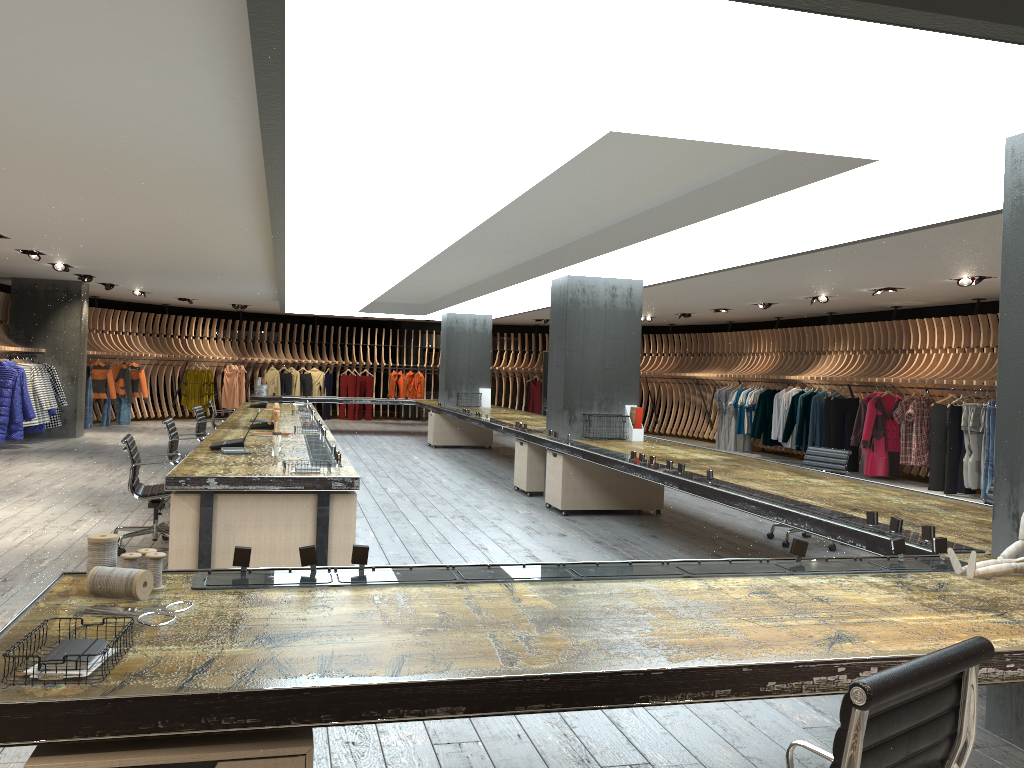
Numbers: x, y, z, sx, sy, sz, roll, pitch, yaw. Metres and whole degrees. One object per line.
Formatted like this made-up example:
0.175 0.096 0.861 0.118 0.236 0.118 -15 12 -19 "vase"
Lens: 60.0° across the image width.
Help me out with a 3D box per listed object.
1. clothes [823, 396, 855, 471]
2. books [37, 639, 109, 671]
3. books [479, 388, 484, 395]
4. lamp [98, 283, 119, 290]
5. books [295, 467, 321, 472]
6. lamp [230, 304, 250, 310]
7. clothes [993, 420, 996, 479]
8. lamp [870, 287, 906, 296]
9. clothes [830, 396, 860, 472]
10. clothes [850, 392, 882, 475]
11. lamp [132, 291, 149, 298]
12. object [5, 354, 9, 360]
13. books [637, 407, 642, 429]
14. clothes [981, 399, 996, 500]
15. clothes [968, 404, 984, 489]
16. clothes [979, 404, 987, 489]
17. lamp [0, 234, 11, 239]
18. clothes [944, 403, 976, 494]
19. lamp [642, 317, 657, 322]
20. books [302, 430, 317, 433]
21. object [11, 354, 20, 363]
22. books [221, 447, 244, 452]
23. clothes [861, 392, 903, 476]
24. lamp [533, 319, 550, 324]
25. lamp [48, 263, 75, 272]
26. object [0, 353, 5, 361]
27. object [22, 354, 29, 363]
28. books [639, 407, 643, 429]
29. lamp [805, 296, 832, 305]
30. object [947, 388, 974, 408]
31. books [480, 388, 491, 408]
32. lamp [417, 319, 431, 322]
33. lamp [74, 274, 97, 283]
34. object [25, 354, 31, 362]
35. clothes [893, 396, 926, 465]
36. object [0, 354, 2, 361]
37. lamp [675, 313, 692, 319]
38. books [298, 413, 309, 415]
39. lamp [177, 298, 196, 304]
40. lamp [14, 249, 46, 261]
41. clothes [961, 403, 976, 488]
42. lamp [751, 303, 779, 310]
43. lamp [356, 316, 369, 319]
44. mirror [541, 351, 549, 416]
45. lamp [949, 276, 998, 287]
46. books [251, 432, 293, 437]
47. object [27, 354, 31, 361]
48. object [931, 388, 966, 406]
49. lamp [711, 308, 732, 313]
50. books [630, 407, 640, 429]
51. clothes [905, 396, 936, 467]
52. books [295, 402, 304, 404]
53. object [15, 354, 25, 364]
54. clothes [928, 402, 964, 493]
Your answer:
5.472 0.878 14.841 0.539 1.353 0.087 2 0 10 "clothes"
-1.008 0.623 2.045 0.110 0.025 0.155 2 1 -9 "books"
-0.531 0.270 17.133 0.215 0.368 0.047 2 0 -14 "books"
-7.354 -1.853 16.134 0.269 0.292 0.493 2 1 -8 "lamp"
-1.336 0.557 5.802 0.155 0.025 0.110 2 1 -19 "books"
-6.340 -1.879 20.670 0.269 0.297 0.492 2 1 36 "lamp"
6.352 0.859 11.457 0.316 1.292 0.277 2 0 40 "clothes"
5.166 -1.346 12.240 0.269 0.296 0.493 2 1 -14 "lamp"
5.502 0.882 14.650 0.539 1.353 0.087 2 0 -10 "clothes"
5.705 0.774 13.919 0.839 1.312 0.321 2 0 -15 "clothes"
-7.430 -1.876 17.718 0.269 0.296 0.492 2 1 5 "lamp"
-7.822 -0.334 13.695 0.525 0.270 0.012 2 0 -14 "object"
1.363 0.439 9.806 0.048 0.368 0.215 2 0 -14 "books"
6.275 0.968 11.589 0.277 1.543 0.316 2 0 -15 "clothes"
6.198 0.832 11.828 0.278 1.141 0.172 2 0 -7 "clothes"
6.280 0.838 11.738 0.170 1.143 0.273 2 0 33 "clothes"
-5.835 -1.710 9.941 0.269 0.292 0.493 2 1 -14 "lamp"
6.163 0.942 12.140 0.539 1.353 0.087 2 0 -15 "clothes"
2.993 -1.537 19.899 0.269 0.287 0.493 2 1 -34 "lamp"
-2.075 0.484 9.095 0.155 0.025 0.110 2 1 -19 "books"
-7.911 -0.325 14.151 0.518 0.313 0.012 2 0 -14 "object"
-2.173 0.504 6.854 0.186 0.027 0.112 2 1 -29 "books"
5.776 0.781 13.638 0.839 1.312 0.321 2 0 -5 "clothes"
0.771 -1.646 22.124 0.493 0.294 0.269 2 0 31 "lamp"
-6.624 -1.786 13.032 0.269 0.286 0.493 2 1 -14 "lamp"
-7.762 -0.321 13.526 0.523 0.291 0.012 2 0 -14 "object"
-8.034 -0.336 14.634 0.518 0.313 0.012 2 0 -14 "object"
1.385 0.439 9.812 0.048 0.368 0.215 2 0 -14 "books"
4.772 -1.379 13.785 0.269 0.301 0.493 2 1 -14 "lamp"
6.189 0.194 12.135 0.525 0.270 0.012 2 0 -14 "object"
-0.513 0.272 17.065 0.215 0.368 0.073 2 0 -14 "books"
-2.277 -1.764 22.891 0.492 0.298 0.269 2 0 -6 "lamp"
-7.018 -1.819 14.577 0.269 0.292 0.493 2 1 -14 "lamp"
-8.078 -0.340 14.807 0.518 0.313 0.012 2 0 -14 "object"
5.926 0.684 13.037 0.760 1.020 0.188 2 0 -14 "clothes"
-7.760 -0.314 13.381 0.523 0.292 0.012 2 0 -14 "object"
3.586 -1.493 18.421 0.269 0.291 0.493 2 1 -19 "lamp"
-2.869 0.411 12.215 0.155 0.025 0.110 2 1 -19 "books"
-7.082 -1.888 19.266 0.269 0.293 0.492 2 1 18 "lamp"
-6.229 -1.746 11.487 0.269 0.294 0.493 2 1 -14 "lamp"
6.185 0.832 11.934 0.273 1.143 0.170 2 0 18 "clothes"
4.378 -1.423 15.331 0.269 0.286 0.493 2 1 -14 "lamp"
-3.820 -1.816 22.550 0.492 0.296 0.269 2 0 -21 "lamp"
1.495 0.318 17.154 2.112 1.892 0.443 2 0 27 "mirror"
5.561 -1.315 10.695 0.269 0.284 0.493 2 1 -14 "lamp"
-2.331 0.488 8.597 0.366 0.026 0.213 2 1 -4 "books"
-8.184 -0.366 14.986 0.525 0.270 0.012 2 0 -14 "object"
6.128 0.189 12.339 0.525 0.270 0.012 2 0 26 "object"
3.983 -1.455 16.876 0.269 0.294 0.493 2 1 -14 "lamp"
1.342 0.438 9.801 0.048 0.368 0.215 2 0 -14 "books"
5.966 0.686 12.817 0.759 1.030 0.179 2 0 -29 "clothes"
-3.712 0.334 15.487 0.155 0.025 0.110 2 1 -19 "books"
-7.969 -0.330 14.380 0.518 0.313 0.012 2 0 -14 "object"
6.096 0.936 12.332 0.539 1.353 0.087 2 0 25 "clothes"
